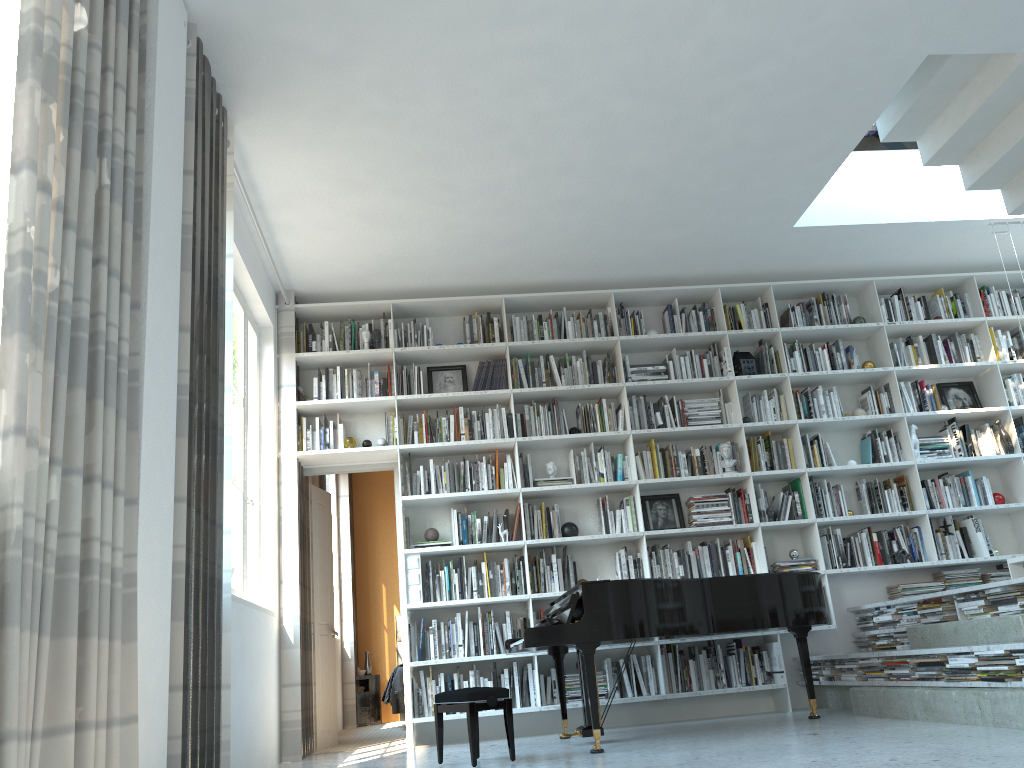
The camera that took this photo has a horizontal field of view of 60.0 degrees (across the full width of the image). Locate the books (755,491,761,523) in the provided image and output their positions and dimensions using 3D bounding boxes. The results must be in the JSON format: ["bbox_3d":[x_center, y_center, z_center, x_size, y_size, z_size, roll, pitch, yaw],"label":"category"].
[{"bbox_3d":[1.786,0.931,6.550,0.028,0.252,0.143,-3,-18,-6],"label":"books"}]

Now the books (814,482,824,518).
[{"bbox_3d":[2.261,0.885,6.589,0.005,0.282,0.159,-3,-18,-6],"label":"books"}]

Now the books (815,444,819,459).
[{"bbox_3d":[2.278,0.573,6.702,0.014,0.208,0.157,-3,-18,-6],"label":"books"}]

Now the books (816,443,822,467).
[{"bbox_3d":[2.288,0.568,6.696,0.007,0.211,0.158,-3,-18,-6],"label":"books"}]

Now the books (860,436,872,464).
[{"bbox_3d":[2.699,0.536,6.755,0.056,0.240,0.154,-3,-18,-6],"label":"books"}]

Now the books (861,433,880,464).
[{"bbox_3d":[2.736,0.520,6.756,0.021,0.263,0.175,-3,-18,-6],"label":"books"}]

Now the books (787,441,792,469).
[{"bbox_3d":[2.071,0.570,6.699,0.019,0.247,0.149,-3,-18,-6],"label":"books"}]

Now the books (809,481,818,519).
[{"bbox_3d":[2.216,0.885,6.595,0.018,0.294,0.178,-3,-18,-6],"label":"books"}]

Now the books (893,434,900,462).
[{"bbox_3d":[2.898,0.521,6.774,0.013,0.244,0.159,-3,-18,-6],"label":"books"}]

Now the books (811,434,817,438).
[{"bbox_3d":[2.331,0.539,6.762,0.011,0.299,0.089,-3,-18,-6],"label":"books"}]

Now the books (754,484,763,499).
[{"bbox_3d":[1.832,0.902,6.558,0.013,0.305,0.141,-3,-18,-6],"label":"books"}]

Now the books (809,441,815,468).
[{"bbox_3d":[2.237,0.554,6.709,0.013,0.255,0.145,-3,-18,-6],"label":"books"}]

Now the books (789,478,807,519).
[{"bbox_3d":[2.124,0.874,6.584,0.014,0.324,0.183,-3,-18,-6],"label":"books"}]

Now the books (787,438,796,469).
[{"bbox_3d":[2.090,0.559,6.702,0.033,0.267,0.142,-3,-18,-6],"label":"books"}]

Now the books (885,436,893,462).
[{"bbox_3d":[2.833,0.530,6.749,0.012,0.223,0.178,-3,-18,-6],"label":"books"}]

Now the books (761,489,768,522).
[{"bbox_3d":[1.845,0.923,6.562,0.012,0.265,0.158,-3,-18,-6],"label":"books"}]

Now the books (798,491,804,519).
[{"bbox_3d":[2.110,0.922,6.570,0.021,0.225,0.149,-3,-18,-6],"label":"books"}]

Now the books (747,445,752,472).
[{"bbox_3d":[1.757,0.591,6.674,0.013,0.246,0.177,-3,-18,-6],"label":"books"}]

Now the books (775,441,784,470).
[{"bbox_3d":[1.983,0.567,6.654,0.027,0.241,0.189,-3,-18,-6],"label":"books"}]

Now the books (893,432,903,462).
[{"bbox_3d":[2.911,0.511,6.759,0.011,0.252,0.169,-3,-18,-6],"label":"books"}]

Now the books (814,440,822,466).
[{"bbox_3d":[2.298,0.557,6.713,0.017,0.242,0.133,-3,-18,-6],"label":"books"}]

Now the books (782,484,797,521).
[{"bbox_3d":[2.061,0.900,6.583,0.013,0.285,0.139,-3,-18,-6],"label":"books"}]

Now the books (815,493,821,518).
[{"bbox_3d":[2.241,0.928,6.589,0.013,0.203,0.154,-3,-18,-6],"label":"books"}]

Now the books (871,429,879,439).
[{"bbox_3d":[2.777,0.505,6.774,0.013,0.294,0.154,-3,-18,-6],"label":"books"}]

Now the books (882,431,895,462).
[{"bbox_3d":[2.849,0.510,6.774,0.032,0.273,0.155,-3,-18,-6],"label":"books"}]

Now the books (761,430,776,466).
[{"bbox_3d":[1.935,0.530,6.684,0.021,0.336,0.170,-3,-18,-6],"label":"books"}]

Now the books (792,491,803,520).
[{"bbox_3d":[2.086,0.922,6.556,0.029,0.222,0.171,-3,-18,-6],"label":"books"}]

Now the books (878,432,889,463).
[{"bbox_3d":[2.801,0.515,6.759,0.018,0.262,0.165,-3,-18,-6],"label":"books"}]

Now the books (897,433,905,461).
[{"bbox_3d":[2.944,0.514,6.767,0.010,0.245,0.159,-3,-18,-6],"label":"books"}]

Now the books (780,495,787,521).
[{"bbox_3d":[1.981,0.942,6.562,0.090,0.211,0.143,-3,-18,-6],"label":"books"}]

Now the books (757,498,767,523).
[{"bbox_3d":[1.818,0.952,6.525,0.027,0.191,0.183,-3,-18,-6],"label":"books"}]

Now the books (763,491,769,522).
[{"bbox_3d":[1.870,0.930,6.563,0.035,0.247,0.141,-3,-18,-6],"label":"books"}]

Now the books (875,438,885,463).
[{"bbox_3d":[2.769,0.537,6.746,0.013,0.218,0.188,-3,-18,-6],"label":"books"}]

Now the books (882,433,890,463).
[{"bbox_3d":[2.818,0.516,6.760,0.015,0.258,0.152,-3,-18,-6],"label":"books"}]

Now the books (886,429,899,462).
[{"bbox_3d":[2.873,0.502,6.755,0.012,0.272,0.184,-3,-18,-6],"label":"books"}]

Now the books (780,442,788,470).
[{"bbox_3d":[2.030,0.574,6.685,0.028,0.238,0.146,-3,-18,-6],"label":"books"}]

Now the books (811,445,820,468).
[{"bbox_3d":[2.257,0.574,6.672,0.017,0.191,0.192,-3,-18,-6],"label":"books"}]

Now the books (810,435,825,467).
[{"bbox_3d":[2.309,0.540,6.710,0.006,0.269,0.179,-3,-18,-6],"label":"books"}]

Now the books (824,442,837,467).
[{"bbox_3d":[2.379,0.562,6.694,0.051,0.209,0.177,-3,-18,-6],"label":"books"}]

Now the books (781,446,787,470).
[{"bbox_3d":[2.008,0.586,6.658,0.034,0.203,0.182,-3,-18,-6],"label":"books"}]

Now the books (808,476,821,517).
[{"bbox_3d":[2.244,0.866,6.619,0.007,0.340,0.150,-3,-18,-6],"label":"books"}]

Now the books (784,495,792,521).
[{"bbox_3d":[2.014,0.943,6.561,0.091,0.204,0.169,-3,-18,-6],"label":"books"}]

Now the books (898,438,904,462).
[{"bbox_3d":[2.928,0.534,6.770,0.023,0.211,0.165,-3,-18,-6],"label":"books"}]

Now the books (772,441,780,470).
[{"bbox_3d":[1.957,0.571,6.676,0.033,0.252,0.175,-3,-18,-6],"label":"books"}]

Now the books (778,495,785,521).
[{"bbox_3d":[1.956,0.939,6.544,0.089,0.209,0.176,-3,-18,-6],"label":"books"}]

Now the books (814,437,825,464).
[{"bbox_3d":[2.314,0.540,6.716,0.006,0.272,0.167,-3,-18,-6],"label":"books"}]

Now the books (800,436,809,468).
[{"bbox_3d":[2.165,0.539,6.694,0.035,0.287,0.192,-3,-18,-6],"label":"books"}]

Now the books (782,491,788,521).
[{"bbox_3d":[1.996,0.926,6.566,0.094,0.238,0.150,-3,-18,-6],"label":"books"}]

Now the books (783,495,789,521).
[{"bbox_3d":[2.000,0.941,6.572,0.090,0.214,0.139,-3,-18,-6],"label":"books"}]

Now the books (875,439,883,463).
[{"bbox_3d":[2.760,0.542,6.744,0.006,0.209,0.188,-3,-18,-6],"label":"books"}]

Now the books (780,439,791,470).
[{"bbox_3d":[2.053,0.558,6.686,0.032,0.265,0.143,-3,-18,-6],"label":"books"}]

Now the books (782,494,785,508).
[{"bbox_3d":[1.970,0.937,6.567,0.095,0.225,0.144,-3,-18,-6],"label":"books"}]

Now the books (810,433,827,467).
[{"bbox_3d":[2.323,0.533,6.719,0.013,0.286,0.159,-3,-18,-6],"label":"books"}]

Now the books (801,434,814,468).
[{"bbox_3d":[2.211,0.536,6.682,0.013,0.278,0.192,-3,-18,-6],"label":"books"}]

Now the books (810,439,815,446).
[{"bbox_3d":[2.266,0.557,6.706,0.008,0.241,0.169,-3,-18,-6],"label":"books"}]

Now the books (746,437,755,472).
[{"bbox_3d":[1.787,0.559,6.658,0.035,0.292,0.145,-3,-18,-6],"label":"books"}]

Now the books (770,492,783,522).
[{"bbox_3d":[1.939,0.930,6.540,0.095,0.227,0.190,-3,-18,-6],"label":"books"}]

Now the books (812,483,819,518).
[{"bbox_3d":[2.229,0.890,6.593,0.006,0.280,0.155,-3,-18,-6],"label":"books"}]

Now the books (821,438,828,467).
[{"bbox_3d":[2.346,0.550,6.724,0.007,0.253,0.161,-3,-18,-6],"label":"books"}]
